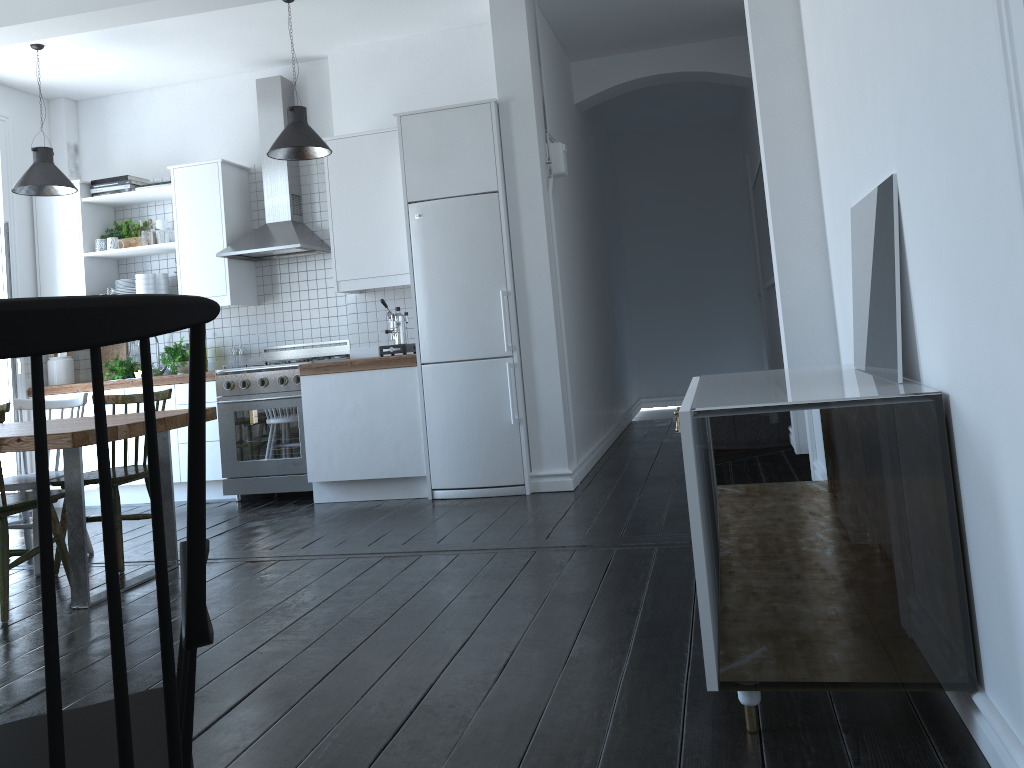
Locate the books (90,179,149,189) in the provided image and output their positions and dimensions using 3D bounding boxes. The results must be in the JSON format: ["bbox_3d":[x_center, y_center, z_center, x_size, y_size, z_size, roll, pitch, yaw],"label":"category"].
[{"bbox_3d":[-2.945,-1.491,6.670,0.350,0.031,0.288,-4,3,13],"label":"books"}]

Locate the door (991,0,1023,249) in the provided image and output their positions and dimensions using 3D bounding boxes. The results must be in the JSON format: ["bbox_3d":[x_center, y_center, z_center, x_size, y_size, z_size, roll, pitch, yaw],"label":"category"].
[{"bbox_3d":[0.618,-0.400,0.671,0.115,2.491,1.166,-6,-3,13],"label":"door"}]

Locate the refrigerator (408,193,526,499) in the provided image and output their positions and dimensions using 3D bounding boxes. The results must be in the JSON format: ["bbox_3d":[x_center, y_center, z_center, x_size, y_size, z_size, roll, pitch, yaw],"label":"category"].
[{"bbox_3d":[-0.213,-0.249,5.586,0.575,1.814,0.679,-6,-3,13],"label":"refrigerator"}]

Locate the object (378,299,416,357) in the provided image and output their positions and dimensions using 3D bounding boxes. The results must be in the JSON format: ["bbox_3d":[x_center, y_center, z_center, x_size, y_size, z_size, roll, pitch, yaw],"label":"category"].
[{"bbox_3d":[-0.772,-0.370,5.760,0.205,0.372,0.353,-6,-1,13],"label":"object"}]

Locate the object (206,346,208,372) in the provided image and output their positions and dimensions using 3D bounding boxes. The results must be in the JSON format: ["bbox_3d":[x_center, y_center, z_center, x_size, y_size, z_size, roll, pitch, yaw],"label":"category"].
[{"bbox_3d":[-2.308,-0.230,6.534,0.066,0.284,0.066,-6,-3,8],"label":"object"}]

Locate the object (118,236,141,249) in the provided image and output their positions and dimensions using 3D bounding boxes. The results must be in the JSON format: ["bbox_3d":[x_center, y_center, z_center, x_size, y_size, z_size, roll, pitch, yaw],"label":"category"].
[{"bbox_3d":[-2.886,-1.046,6.681,0.392,0.104,0.153,-5,1,13],"label":"object"}]

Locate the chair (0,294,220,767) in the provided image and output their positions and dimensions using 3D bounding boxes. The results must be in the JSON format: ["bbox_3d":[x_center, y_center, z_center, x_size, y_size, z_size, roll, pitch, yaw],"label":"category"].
[{"bbox_3d":[-0.628,0.430,1.102,0.614,1.011,0.899,-4,-1,-32],"label":"chair"}]

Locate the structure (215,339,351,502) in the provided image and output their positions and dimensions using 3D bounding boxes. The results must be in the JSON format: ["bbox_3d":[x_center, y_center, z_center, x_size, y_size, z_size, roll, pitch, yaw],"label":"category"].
[{"bbox_3d":[-1.543,0.238,6.069,0.698,1.026,0.721,-6,-2,13],"label":"structure"}]

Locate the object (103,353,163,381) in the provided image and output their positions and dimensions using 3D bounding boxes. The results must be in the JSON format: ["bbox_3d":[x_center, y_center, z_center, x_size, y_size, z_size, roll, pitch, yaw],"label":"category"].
[{"bbox_3d":[-2.745,-0.076,6.373,0.470,0.309,0.282,-5,-1,-14],"label":"object"}]

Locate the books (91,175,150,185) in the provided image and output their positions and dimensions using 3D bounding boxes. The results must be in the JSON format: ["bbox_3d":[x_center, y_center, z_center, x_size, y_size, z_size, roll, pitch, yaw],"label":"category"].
[{"bbox_3d":[-2.961,-1.524,6.671,0.324,0.038,0.259,-4,3,15],"label":"books"}]

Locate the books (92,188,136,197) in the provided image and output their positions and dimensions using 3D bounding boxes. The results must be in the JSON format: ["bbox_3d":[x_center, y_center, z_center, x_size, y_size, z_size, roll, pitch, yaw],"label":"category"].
[{"bbox_3d":[-2.940,-1.422,6.663,0.350,0.044,0.260,-4,3,15],"label":"books"}]

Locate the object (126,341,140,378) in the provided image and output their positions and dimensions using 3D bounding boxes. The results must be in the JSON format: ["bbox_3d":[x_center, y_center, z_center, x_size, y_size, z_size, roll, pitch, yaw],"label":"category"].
[{"bbox_3d":[-2.889,-0.203,6.715,0.097,0.320,0.097,-6,-3,13],"label":"object"}]

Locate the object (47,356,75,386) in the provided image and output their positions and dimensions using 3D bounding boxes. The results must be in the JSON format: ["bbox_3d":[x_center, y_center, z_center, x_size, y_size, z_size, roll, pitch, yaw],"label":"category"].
[{"bbox_3d":[-3.352,-0.098,6.545,0.173,0.209,0.174,-5,-1,18],"label":"object"}]

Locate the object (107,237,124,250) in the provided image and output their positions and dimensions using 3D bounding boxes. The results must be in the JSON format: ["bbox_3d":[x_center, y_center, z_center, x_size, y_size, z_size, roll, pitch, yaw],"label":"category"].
[{"bbox_3d":[-2.941,-1.031,6.517,0.108,0.101,0.082,-5,-1,2],"label":"object"}]

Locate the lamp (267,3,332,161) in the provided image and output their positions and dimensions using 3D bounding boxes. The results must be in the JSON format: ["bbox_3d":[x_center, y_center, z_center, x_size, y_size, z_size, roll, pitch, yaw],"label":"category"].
[{"bbox_3d":[-1.316,-1.851,5.318,0.383,0.946,0.385,-6,-3,22],"label":"lamp"}]

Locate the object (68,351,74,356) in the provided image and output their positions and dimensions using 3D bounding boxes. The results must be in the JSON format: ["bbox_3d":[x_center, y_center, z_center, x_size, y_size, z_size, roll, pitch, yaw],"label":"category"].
[{"bbox_3d":[-3.314,-0.150,6.578,0.131,0.298,0.056,-5,-3,-8],"label":"object"}]

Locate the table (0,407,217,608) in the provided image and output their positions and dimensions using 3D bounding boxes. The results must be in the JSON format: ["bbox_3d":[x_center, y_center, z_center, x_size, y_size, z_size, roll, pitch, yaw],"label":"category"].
[{"bbox_3d":[-2.641,0.593,4.142,2.221,0.721,1.018,-5,1,13],"label":"table"}]

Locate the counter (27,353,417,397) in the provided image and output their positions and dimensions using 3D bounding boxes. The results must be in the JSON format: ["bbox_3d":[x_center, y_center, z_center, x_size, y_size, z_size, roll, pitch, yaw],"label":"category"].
[{"bbox_3d":[-1.985,-0.057,6.120,3.091,0.074,0.847,-4,3,13],"label":"counter"}]

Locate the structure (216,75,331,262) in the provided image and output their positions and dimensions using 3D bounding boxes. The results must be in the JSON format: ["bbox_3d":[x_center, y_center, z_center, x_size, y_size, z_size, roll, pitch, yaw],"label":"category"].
[{"bbox_3d":[-1.728,-1.570,6.289,0.632,1.313,0.527,-6,-3,13],"label":"structure"}]

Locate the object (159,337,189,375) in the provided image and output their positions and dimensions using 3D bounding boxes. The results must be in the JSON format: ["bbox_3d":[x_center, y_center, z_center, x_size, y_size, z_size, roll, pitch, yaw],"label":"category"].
[{"bbox_3d":[-2.381,-0.204,6.316,0.271,0.270,0.337,-5,0,3],"label":"object"}]

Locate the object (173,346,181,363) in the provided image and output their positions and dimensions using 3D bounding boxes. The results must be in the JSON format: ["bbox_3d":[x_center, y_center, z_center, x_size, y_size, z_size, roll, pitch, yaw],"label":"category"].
[{"bbox_3d":[-2.514,-0.188,6.622,0.085,0.232,0.084,-4,-3,-22],"label":"object"}]

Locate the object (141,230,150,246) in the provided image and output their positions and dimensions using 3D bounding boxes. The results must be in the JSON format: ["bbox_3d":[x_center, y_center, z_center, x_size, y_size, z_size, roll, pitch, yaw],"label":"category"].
[{"bbox_3d":[-2.670,-1.061,6.439,0.085,0.120,0.086,-6,-2,36],"label":"object"}]

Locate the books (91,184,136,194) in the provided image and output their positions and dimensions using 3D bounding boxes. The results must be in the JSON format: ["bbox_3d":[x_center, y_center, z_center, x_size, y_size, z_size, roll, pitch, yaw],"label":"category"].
[{"bbox_3d":[-2.956,-1.458,6.660,0.328,0.031,0.260,-5,3,11],"label":"books"}]

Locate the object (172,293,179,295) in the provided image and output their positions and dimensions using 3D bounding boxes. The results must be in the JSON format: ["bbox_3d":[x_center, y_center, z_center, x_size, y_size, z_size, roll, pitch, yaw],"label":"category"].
[{"bbox_3d":[-2.447,-0.637,6.449,0.245,0.042,0.277,-5,3,6],"label":"object"}]

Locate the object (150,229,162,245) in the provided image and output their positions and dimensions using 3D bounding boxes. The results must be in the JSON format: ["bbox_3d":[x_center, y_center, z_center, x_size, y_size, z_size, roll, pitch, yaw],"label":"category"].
[{"bbox_3d":[-2.591,-1.066,6.405,0.085,0.120,0.086,-6,-2,36],"label":"object"}]

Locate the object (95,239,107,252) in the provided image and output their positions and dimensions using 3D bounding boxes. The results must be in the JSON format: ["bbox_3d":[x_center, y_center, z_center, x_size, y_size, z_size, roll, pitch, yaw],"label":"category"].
[{"bbox_3d":[-3.057,-1.023,6.560,0.083,0.101,0.108,-5,0,-18],"label":"object"}]

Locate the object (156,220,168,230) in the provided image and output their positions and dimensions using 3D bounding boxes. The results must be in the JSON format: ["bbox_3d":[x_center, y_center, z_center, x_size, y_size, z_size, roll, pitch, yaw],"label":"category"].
[{"bbox_3d":[-2.636,-1.126,6.649,0.085,0.223,0.085,-6,-3,20],"label":"object"}]

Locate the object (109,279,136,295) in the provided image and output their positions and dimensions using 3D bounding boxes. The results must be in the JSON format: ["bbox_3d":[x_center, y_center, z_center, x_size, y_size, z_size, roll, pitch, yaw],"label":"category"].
[{"bbox_3d":[-2.871,-0.686,6.624,0.299,0.196,0.306,-5,1,14],"label":"object"}]

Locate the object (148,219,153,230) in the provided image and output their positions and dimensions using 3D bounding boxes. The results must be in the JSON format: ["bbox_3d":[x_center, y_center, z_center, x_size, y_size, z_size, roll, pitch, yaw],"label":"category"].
[{"bbox_3d":[-2.736,-1.136,6.682,0.056,0.235,0.056,-6,-3,16],"label":"object"}]

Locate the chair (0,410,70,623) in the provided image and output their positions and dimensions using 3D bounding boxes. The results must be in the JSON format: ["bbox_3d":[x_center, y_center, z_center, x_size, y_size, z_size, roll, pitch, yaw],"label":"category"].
[{"bbox_3d":[-2.157,0.520,3.671,0.466,0.832,0.484,-6,-2,12],"label":"chair"}]

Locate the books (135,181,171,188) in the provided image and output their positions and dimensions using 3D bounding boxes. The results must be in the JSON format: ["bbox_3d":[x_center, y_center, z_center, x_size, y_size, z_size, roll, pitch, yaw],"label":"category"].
[{"bbox_3d":[-2.584,-1.474,6.588,0.340,0.016,0.275,-4,3,14],"label":"books"}]

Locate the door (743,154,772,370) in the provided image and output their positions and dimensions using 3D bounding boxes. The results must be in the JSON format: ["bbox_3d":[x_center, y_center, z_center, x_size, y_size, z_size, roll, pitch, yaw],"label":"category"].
[{"bbox_3d":[2.534,-1.014,8.885,0.115,2.491,1.068,-6,-3,13],"label":"door"}]

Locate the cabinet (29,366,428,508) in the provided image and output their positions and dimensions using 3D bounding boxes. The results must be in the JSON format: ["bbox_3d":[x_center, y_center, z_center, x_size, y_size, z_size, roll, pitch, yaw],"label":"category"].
[{"bbox_3d":[-1.926,0.372,6.147,3.170,0.820,0.730,-4,0,21],"label":"cabinet"}]

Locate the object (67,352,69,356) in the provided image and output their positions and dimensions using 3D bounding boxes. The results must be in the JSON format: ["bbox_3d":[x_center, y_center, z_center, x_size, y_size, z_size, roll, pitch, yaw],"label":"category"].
[{"bbox_3d":[-3.320,-0.127,6.581,0.051,0.249,0.113,-4,-3,-22],"label":"object"}]

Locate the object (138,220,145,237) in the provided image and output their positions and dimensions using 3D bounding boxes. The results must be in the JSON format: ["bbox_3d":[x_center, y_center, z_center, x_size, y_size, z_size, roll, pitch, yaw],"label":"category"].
[{"bbox_3d":[-2.794,-1.125,6.650,0.060,0.226,0.059,-5,-3,-4],"label":"object"}]

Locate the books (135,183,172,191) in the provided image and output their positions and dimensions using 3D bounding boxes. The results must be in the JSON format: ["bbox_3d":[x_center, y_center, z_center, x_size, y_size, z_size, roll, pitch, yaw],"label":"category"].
[{"bbox_3d":[-2.582,-1.447,6.577,0.349,0.038,0.261,-5,3,12],"label":"books"}]

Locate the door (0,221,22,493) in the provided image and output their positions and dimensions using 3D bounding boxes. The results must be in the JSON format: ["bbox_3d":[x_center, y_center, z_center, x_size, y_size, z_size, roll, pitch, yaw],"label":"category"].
[{"bbox_3d":[-3.756,-0.116,6.208,0.585,2.040,0.104,-6,-4,7],"label":"door"}]

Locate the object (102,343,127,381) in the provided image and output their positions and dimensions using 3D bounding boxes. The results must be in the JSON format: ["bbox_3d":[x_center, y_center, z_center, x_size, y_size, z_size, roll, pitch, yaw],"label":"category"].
[{"bbox_3d":[-3.064,-0.198,6.787,0.219,0.332,0.040,-6,-4,13],"label":"object"}]

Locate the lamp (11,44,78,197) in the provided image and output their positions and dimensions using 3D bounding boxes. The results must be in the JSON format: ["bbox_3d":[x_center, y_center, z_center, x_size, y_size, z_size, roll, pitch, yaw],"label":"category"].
[{"bbox_3d":[-4.097,-0.869,5.978,2.693,2.528,0.490,-5,-3,13],"label":"lamp"}]

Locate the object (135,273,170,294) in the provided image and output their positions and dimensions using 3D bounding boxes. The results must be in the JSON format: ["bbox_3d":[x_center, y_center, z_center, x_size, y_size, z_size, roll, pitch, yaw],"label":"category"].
[{"bbox_3d":[-2.658,-0.711,6.520,0.149,0.217,0.309,-5,1,11],"label":"object"}]

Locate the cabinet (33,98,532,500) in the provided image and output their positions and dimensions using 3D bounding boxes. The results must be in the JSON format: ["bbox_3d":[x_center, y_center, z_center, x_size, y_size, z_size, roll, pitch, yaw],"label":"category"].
[{"bbox_3d":[-1.693,-0.430,6.099,3.777,2.388,0.778,-5,-3,17],"label":"cabinet"}]

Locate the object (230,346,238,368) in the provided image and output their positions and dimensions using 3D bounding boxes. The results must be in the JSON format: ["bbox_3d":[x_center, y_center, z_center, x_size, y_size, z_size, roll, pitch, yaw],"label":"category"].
[{"bbox_3d":[-2.051,-0.198,6.521,0.059,0.174,0.059,-7,-3,27],"label":"object"}]

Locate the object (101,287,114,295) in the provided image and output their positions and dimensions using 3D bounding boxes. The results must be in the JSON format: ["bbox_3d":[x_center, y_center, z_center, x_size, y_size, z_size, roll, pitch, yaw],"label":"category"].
[{"bbox_3d":[-3.000,-0.636,6.473,0.209,0.135,0.102,-5,-1,25],"label":"object"}]

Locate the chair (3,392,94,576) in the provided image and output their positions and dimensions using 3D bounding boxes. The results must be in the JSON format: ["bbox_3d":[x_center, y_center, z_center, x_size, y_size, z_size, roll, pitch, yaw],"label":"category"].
[{"bbox_3d":[-2.460,0.494,4.521,0.465,0.848,0.509,-6,-2,13],"label":"chair"}]

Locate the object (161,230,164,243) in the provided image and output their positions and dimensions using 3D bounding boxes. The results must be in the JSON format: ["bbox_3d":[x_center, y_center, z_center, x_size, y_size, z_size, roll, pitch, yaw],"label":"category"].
[{"bbox_3d":[-2.572,-1.073,6.493,0.086,0.120,0.085,-5,-2,-18],"label":"object"}]

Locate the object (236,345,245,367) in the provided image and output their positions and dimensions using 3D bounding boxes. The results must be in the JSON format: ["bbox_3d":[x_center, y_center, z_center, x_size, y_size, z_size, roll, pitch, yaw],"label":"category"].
[{"bbox_3d":[-1.996,-0.201,6.486,0.059,0.174,0.059,-7,-3,27],"label":"object"}]

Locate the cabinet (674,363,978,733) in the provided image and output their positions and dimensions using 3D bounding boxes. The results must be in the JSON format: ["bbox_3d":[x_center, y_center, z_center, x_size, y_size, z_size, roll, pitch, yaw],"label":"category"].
[{"bbox_3d":[0.786,0.363,2.475,0.588,0.738,1.201,-5,1,13],"label":"cabinet"}]

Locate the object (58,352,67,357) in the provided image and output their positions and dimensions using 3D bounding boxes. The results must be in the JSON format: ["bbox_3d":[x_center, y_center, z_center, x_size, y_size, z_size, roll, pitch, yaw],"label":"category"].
[{"bbox_3d":[-3.355,-0.144,6.558,0.064,0.292,0.140,-4,-3,-13],"label":"object"}]

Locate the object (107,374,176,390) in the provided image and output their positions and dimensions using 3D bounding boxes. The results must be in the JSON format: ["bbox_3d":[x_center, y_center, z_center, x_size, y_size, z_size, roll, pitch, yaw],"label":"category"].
[{"bbox_3d":[-2.695,0.006,6.425,0.371,0.112,0.354,-5,3,13],"label":"object"}]

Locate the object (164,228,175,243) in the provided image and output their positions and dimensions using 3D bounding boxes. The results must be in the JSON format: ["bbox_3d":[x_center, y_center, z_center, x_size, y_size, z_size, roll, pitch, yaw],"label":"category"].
[{"bbox_3d":[-2.504,-1.076,6.440,0.086,0.120,0.085,-5,-2,-18],"label":"object"}]

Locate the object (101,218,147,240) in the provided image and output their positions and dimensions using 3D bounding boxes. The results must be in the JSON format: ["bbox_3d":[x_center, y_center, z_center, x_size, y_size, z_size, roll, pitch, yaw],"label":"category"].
[{"bbox_3d":[-2.966,-1.128,6.704,0.347,0.256,0.163,-5,-2,3],"label":"object"}]

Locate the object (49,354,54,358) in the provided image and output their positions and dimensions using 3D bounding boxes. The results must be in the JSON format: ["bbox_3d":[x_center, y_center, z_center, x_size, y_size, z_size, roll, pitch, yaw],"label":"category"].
[{"bbox_3d":[-3.399,-0.124,6.528,0.054,0.264,0.148,-4,-2,-12],"label":"object"}]

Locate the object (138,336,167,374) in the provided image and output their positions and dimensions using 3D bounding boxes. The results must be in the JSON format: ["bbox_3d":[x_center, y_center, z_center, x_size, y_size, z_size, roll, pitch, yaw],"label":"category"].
[{"bbox_3d":[-2.654,-0.224,6.574,0.189,0.355,0.273,-5,-1,-10],"label":"object"}]

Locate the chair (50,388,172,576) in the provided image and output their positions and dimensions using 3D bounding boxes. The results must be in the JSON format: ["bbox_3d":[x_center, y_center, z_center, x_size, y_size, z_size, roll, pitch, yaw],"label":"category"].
[{"bbox_3d":[-1.986,0.466,4.395,0.466,0.833,0.484,-6,-2,12],"label":"chair"}]

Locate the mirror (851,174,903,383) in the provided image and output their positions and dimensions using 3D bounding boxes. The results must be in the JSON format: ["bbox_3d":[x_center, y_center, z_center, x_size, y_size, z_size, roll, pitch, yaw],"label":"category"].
[{"bbox_3d":[1.005,-0.280,2.452,0.054,0.505,0.696,-6,1,13],"label":"mirror"}]

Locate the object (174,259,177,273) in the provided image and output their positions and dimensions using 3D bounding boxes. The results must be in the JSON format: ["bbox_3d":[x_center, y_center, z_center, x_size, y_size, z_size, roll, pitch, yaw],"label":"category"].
[{"bbox_3d":[-2.421,-0.809,6.587,0.171,0.368,0.164,-3,-3,-40],"label":"object"}]

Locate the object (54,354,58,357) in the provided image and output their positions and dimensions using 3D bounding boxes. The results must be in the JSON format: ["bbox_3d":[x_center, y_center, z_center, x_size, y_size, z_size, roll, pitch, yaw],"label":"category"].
[{"bbox_3d":[-3.386,-0.121,6.549,0.116,0.253,0.061,-7,-4,43],"label":"object"}]

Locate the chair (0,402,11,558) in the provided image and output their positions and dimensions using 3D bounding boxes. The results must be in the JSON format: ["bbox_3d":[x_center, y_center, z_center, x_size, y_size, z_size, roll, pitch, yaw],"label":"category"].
[{"bbox_3d":[-2.934,0.541,4.592,0.466,0.832,0.484,-6,-2,12],"label":"chair"}]
